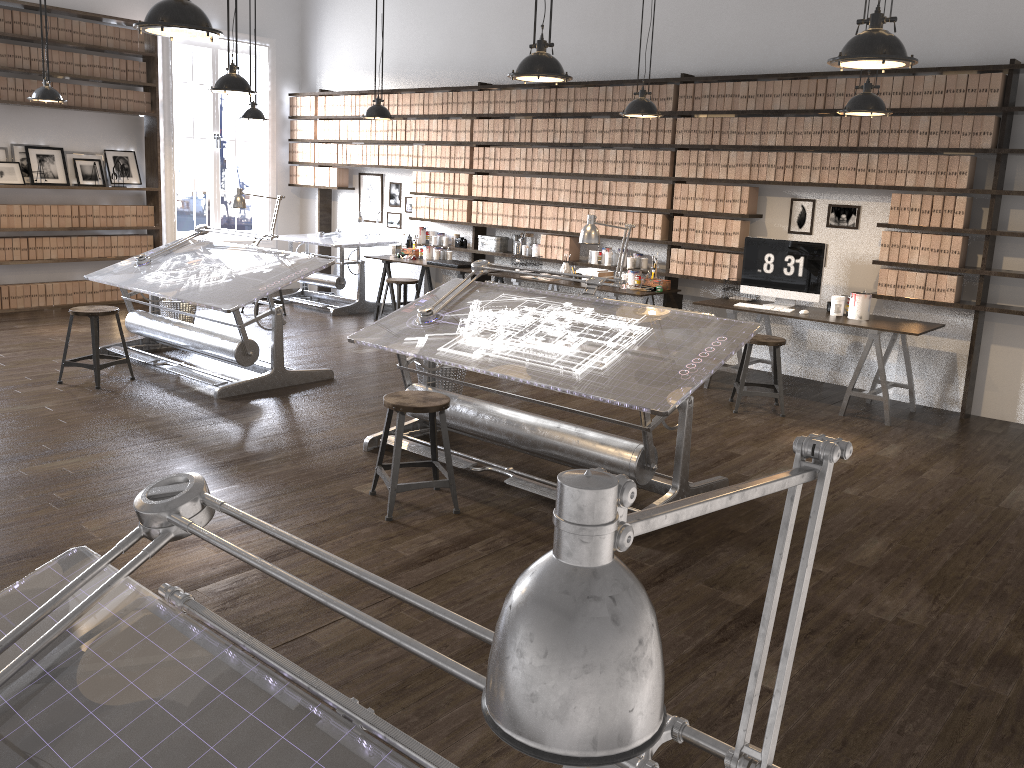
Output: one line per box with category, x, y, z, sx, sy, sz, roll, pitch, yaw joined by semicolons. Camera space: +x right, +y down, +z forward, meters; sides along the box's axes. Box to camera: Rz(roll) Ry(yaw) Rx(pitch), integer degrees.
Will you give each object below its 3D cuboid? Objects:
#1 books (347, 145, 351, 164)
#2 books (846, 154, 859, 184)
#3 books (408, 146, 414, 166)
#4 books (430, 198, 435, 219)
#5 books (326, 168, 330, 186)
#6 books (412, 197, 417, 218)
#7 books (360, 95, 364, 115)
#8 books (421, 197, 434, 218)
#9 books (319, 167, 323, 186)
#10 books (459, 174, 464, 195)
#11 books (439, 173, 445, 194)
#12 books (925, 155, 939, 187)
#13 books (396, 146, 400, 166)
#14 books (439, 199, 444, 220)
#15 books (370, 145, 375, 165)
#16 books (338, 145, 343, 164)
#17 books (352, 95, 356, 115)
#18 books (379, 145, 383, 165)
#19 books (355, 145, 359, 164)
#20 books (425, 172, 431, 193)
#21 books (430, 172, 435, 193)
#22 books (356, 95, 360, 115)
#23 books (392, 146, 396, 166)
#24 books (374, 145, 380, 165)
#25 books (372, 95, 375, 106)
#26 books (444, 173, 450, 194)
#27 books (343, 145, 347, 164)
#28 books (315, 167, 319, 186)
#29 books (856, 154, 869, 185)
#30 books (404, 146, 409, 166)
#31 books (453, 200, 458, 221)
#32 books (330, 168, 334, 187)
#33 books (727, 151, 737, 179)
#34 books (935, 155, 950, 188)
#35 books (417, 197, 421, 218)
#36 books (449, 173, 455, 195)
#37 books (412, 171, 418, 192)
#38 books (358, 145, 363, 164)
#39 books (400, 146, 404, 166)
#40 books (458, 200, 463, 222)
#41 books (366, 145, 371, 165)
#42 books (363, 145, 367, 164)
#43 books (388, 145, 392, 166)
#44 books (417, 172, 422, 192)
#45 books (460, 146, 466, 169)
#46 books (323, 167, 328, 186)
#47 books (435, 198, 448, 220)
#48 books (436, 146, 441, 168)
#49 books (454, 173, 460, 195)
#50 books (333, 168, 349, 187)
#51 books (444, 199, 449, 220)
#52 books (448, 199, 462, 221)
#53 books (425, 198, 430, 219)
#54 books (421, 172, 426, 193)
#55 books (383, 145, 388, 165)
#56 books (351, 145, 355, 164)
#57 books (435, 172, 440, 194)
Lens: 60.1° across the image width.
books;-1.839;-2.675;10.343;0.067;0.223;0.175;11;14;39
books;2.589;-1.614;6.660;0.067;0.224;0.175;11;14;39
books;-1.047;-2.483;9.680;0.067;0.224;0.175;11;14;39
books;-0.799;-1.892;9.556;0.067;0.223;0.175;11;14;39
books;-2.145;-2.481;10.629;0.067;0.224;0.175;11;14;39
books;-1.009;-1.941;9.724;0.067;0.224;0.175;11;14;39
books;-1.646;-3.173;10.108;0.067;0.223;0.175;11;14;39
books;-0.909;-1.918;9.644;0.067;0.223;0.175;11;14;39
books;-2.242;-2.505;10.713;0.067;0.223;0.175;11;14;39
books;-0.462;-2.077;9.236;0.067;0.223;0.175;11;14;39
books;-0.688;-2.131;9.422;0.067;0.223;0.175;11;14;39
books;3.012;-1.512;6.309;0.067;0.224;0.175;11;14;39
books;-1.201;-2.520;9.807;0.067;0.224;0.175;11;14;39
books;-0.694;-1.866;9.466;0.067;0.223;0.175;11;14;39
books;-1.524;-2.599;10.083;0.067;0.223;0.175;11;14;39
books;-1.956;-2.702;10.438;0.067;0.223;0.175;11;14;39
books;-1.756;-3.198;10.192;0.067;0.224;0.175;11;14;39
books;-1.410;-2.572;9.989;0.067;0.223;0.175;11;14;39
books;-1.734;-2.649;10.253;0.067;0.223;0.175;11;14;39
books;-0.849;-2.169;9.552;0.067;0.224;0.175;11;14;39
books;-0.794;-2.158;9.514;0.067;0.223;0.175;11;14;39
books;-1.700;-3.185;10.151;0.067;0.223;0.175;11;14;39
books;-1.249;-2.533;9.854;0.067;0.223;0.175;11;14;39
books;-1.471;-2.585;10.032;0.067;0.224;0.175;11;14;39
books;-1.487;-3.132;9.967;0.067;0.224;0.175;11;14;39
books;-0.631;-2.119;9.380;0.067;0.223;0.175;11;14;39
books;-1.895;-2.687;10.384;0.067;0.224;0.175;11;14;39
books;-2.298;-2.518;10.757;0.067;0.224;0.175;11;14;39
books;2.644;-1.601;6.614;0.067;0.223;0.175;11;14;39
books;-1.100;-2.497;9.728;0.067;0.223;0.175;11;14;39
books;-0.535;-1.828;9.335;0.067;0.223;0.175;11;14;39
books;-2.087;-2.469;10.590;0.067;0.223;0.175;11;14;39
books;1.849;-1.793;7.278;0.067;0.223;0.175;11;14;39
books;3.067;-1.501;6.271;0.067;0.223;0.175;11;14;39
books;-0.956;-1.930;9.685;0.067;0.223;0.175;11;14;39
books;-0.578;-2.104;9.329;0.067;0.224;0.175;11;14;39
books;-1.002;-2.206;9.681;0.067;0.224;0.175;11;14;39
books;-1.681;-2.635;10.205;0.067;0.223;0.175;11;14;39
books;-1.147;-2.508;9.769;0.067;0.223;0.175;11;14;39
books;-0.484;-1.817;9.296;0.067;0.223;0.175;11;14;39
books;-1.575;-2.611;10.123;0.067;0.223;0.175;11;14;39
books;-1.626;-2.622;10.159;0.067;0.224;0.175;11;14;39
books;-1.303;-2.546;9.899;0.067;0.223;0.175;11;14;39
books;-0.945;-2.193;9.637;0.067;0.223;0.175;11;14;39
books;-0.459;-2.349;9.192;0.067;0.223;0.175;11;14;39
books;-2.193;-2.494;10.674;0.067;0.223;0.175;11;14;39
books;-0.745;-1.880;9.513;0.067;0.223;0.175;11;14;39
books;-0.716;-2.411;9.407;0.067;0.223;0.175;11;14;39
books;-0.518;-2.091;9.286;0.067;0.223;0.175;11;14;39
books;-2.036;-2.456;10.544;0.067;0.223;0.175;11;14;39
books;-0.641;-1.853;9.418;0.067;0.223;0.175;11;14;39
books;-0.586;-1.839;9.372;0.067;0.224;0.175;11;14;39
books;-0.855;-1.904;9.597;0.067;0.224;0.175;11;14;39
books;-0.896;-2.182;9.598;0.067;0.223;0.175;11;14;39
books;-1.359;-2.558;9.941;0.067;0.223;0.175;11;14;39
books;-1.784;-2.662;10.300;0.067;0.223;0.175;11;14;39
books;-0.740;-2.145;9.470;0.067;0.223;0.175;11;14;39
